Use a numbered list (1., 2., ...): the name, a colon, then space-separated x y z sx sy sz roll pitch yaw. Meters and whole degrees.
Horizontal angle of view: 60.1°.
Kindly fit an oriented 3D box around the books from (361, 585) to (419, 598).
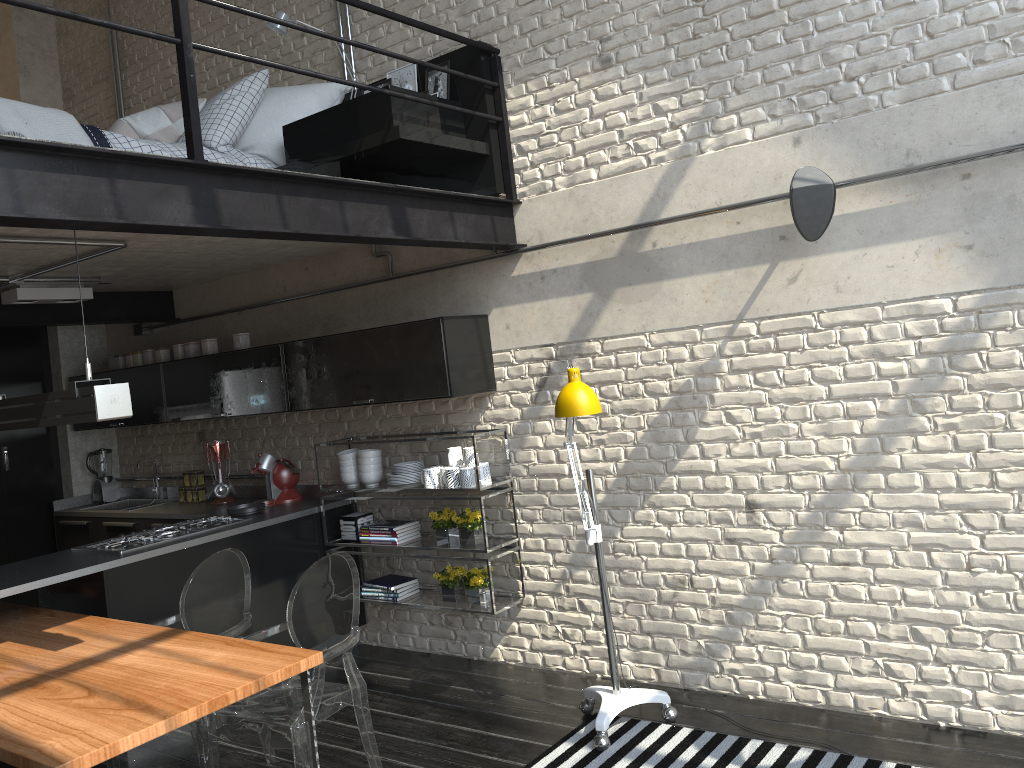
1. books: -0.709 1.201 5.158 0.277 0.023 0.201 -6 2 31

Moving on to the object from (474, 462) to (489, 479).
1. object: -0.164 0.484 4.848 0.083 0.100 0.108 -6 0 -19

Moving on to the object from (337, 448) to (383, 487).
1. object: -0.907 0.499 5.305 0.308 0.217 0.150 -6 -1 34

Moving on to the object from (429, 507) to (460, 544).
1. object: -0.369 0.782 4.920 0.176 0.192 0.182 -6 0 -31

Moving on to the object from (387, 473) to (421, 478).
1. object: -0.588 0.522 5.049 0.251 0.031 0.251 -7 2 5

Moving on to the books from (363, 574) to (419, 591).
1. books: -0.708 1.158 5.167 0.202 0.023 0.277 -8 2 -44

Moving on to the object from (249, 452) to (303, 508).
1. object: -1.509 0.598 5.676 0.219 0.341 0.351 -7 0 21

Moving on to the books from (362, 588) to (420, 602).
1. books: -0.703 1.222 5.161 0.277 0.023 0.201 -6 2 36

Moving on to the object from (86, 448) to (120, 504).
1. object: -3.226 0.721 6.952 0.161 0.424 0.224 -8 -2 37

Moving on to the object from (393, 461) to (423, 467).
1. object: -0.593 0.465 5.051 0.170 0.030 0.171 -5 2 41

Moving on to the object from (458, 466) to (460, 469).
1. object: -0.275 0.495 4.924 0.082 0.100 0.109 -7 0 36

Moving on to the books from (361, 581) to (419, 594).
1. books: -0.708 1.179 5.163 0.277 0.023 0.201 -6 2 35

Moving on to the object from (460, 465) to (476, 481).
1. object: -0.252 0.495 4.817 0.109 0.100 0.082 -7 -1 -39

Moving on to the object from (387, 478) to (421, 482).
1. object: -0.585 0.547 5.049 0.251 0.031 0.251 -7 2 5

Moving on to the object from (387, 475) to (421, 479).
1. object: -0.587 0.531 5.049 0.251 0.031 0.251 -7 2 5

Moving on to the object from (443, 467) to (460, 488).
1. object: -0.322 0.505 4.783 0.083 0.100 0.108 -6 0 -19

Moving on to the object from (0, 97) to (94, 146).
1. object: -2.856 -0.967 4.303 2.507 0.660 0.684 -6 0 38

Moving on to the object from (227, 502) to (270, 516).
1. object: -1.596 0.762 5.336 0.227 0.050 0.310 -7 2 -25

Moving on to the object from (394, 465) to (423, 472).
1. object: -0.590 0.491 5.050 0.170 0.030 0.171 -5 2 41

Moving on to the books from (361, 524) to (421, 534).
1. books: -0.707 0.842 5.171 0.291 0.021 0.212 -5 2 37

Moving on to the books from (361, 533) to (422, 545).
1. books: -0.703 0.901 5.164 0.291 0.021 0.212 -6 2 36

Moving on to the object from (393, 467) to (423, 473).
1. object: -0.589 0.500 5.050 0.170 0.030 0.171 -5 2 41

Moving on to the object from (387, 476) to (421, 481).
1. object: -0.586 0.539 5.049 0.251 0.031 0.251 -7 2 5

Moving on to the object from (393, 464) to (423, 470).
1. object: -0.591 0.482 5.051 0.170 0.030 0.171 -5 2 41

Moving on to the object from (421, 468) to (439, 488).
1. object: -0.452 0.517 4.880 0.083 0.100 0.108 -6 0 -19

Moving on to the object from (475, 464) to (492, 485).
1. object: -0.165 0.487 4.744 0.109 0.100 0.082 -7 -1 -39

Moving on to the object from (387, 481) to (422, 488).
1. object: -0.583 0.563 5.048 0.251 0.031 0.251 -7 2 5

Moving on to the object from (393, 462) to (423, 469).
1. object: -0.592 0.474 5.051 0.170 0.030 0.171 -5 2 41

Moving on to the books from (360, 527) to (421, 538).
1. books: -0.708 0.862 5.166 0.291 0.021 0.212 -6 2 35

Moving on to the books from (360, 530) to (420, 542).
1. books: -0.710 0.882 5.160 0.291 0.021 0.212 -6 2 37

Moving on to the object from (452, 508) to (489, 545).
1. object: -0.217 0.767 4.807 0.183 0.192 0.174 -6 -1 -41

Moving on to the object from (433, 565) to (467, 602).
1. object: -0.327 1.098 4.906 0.183 0.192 0.174 -6 -1 -41

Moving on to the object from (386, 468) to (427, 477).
1. object: -0.589 0.514 5.050 0.251 0.031 0.251 -7 2 5

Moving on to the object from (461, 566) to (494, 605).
1. object: -0.178 1.084 4.800 0.176 0.192 0.182 -6 0 -31

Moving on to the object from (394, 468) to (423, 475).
1. object: -0.588 0.508 5.050 0.170 0.030 0.171 -5 2 41

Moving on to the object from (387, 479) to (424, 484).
1. object: -0.584 0.555 5.048 0.251 0.031 0.251 -7 2 5

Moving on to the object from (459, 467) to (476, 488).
1. object: -0.232 0.496 4.714 0.082 0.100 0.109 -7 0 26

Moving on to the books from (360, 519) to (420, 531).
1. books: -0.712 0.824 5.167 0.291 0.021 0.212 -5 2 40

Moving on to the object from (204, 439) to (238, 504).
1. object: -2.009 0.602 6.074 0.211 0.427 0.201 -6 -2 -39

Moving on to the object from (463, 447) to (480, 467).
1. object: -0.215 0.392 4.774 0.082 0.100 0.109 -7 0 26

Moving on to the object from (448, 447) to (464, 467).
1. object: -0.321 0.402 4.855 0.109 0.100 0.082 -7 -1 -39
